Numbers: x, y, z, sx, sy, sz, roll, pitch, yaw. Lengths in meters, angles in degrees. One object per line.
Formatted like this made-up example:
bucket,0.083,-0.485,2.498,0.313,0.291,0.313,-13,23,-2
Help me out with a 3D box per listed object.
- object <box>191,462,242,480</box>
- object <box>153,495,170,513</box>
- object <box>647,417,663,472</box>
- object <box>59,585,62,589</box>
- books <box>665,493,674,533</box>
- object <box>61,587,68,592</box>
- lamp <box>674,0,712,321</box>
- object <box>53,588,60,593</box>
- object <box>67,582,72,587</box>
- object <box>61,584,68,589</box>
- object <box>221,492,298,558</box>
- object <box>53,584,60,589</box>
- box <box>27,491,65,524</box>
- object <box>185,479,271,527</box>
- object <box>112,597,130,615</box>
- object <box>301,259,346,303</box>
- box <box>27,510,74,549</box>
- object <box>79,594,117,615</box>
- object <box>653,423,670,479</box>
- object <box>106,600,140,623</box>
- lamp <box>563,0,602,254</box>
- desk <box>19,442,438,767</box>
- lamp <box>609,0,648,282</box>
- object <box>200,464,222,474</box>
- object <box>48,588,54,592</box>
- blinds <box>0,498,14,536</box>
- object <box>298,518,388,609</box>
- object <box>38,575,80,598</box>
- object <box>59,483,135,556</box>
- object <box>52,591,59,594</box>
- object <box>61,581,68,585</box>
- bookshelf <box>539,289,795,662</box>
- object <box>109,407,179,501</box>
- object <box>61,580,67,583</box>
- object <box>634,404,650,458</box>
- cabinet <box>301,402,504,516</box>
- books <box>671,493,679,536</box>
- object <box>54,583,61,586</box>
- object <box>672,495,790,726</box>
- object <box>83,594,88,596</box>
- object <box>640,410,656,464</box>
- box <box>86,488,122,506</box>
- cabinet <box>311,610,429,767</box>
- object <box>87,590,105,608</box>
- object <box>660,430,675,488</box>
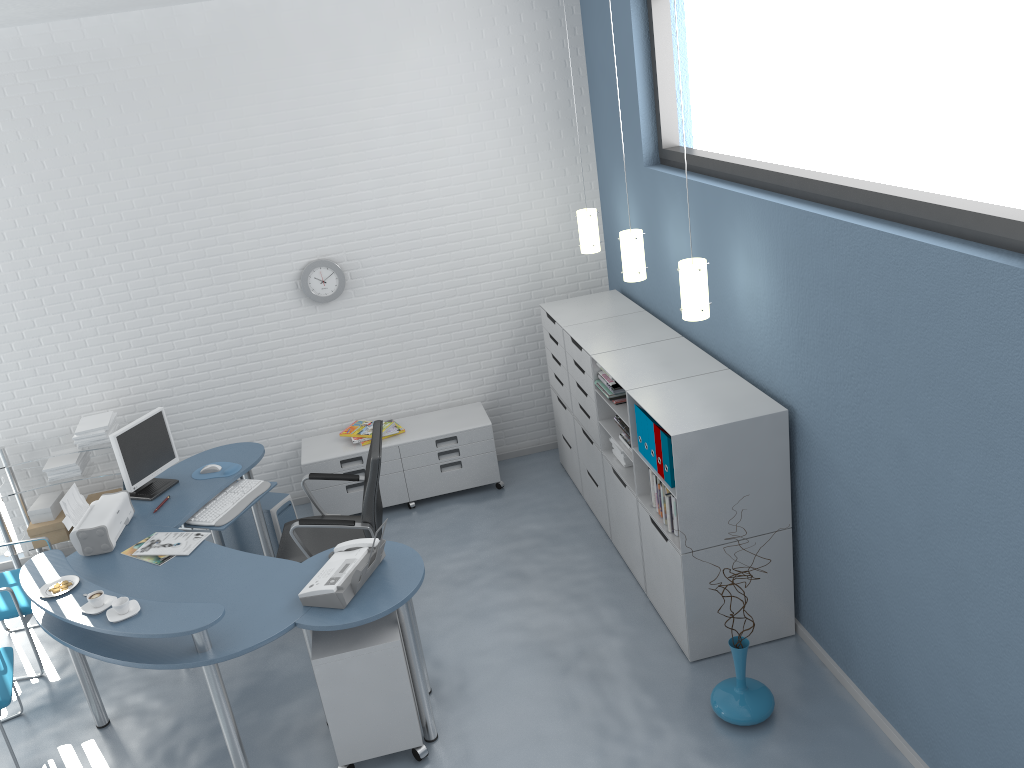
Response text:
object,-1.645,0.468,4.946,0.285,0.026,0.213,-7,21,4
object,-1.823,0.627,4.614,0.013,0.013,0.178,-5,21,8
object,0.718,0.254,4.007,0.181,0.247,0.082,-12,21,-9
object,-1.864,0.839,3.670,0.025,0.005,0.027,-17,22,-22
books,0.781,0.566,4.003,0.173,0.184,0.032,-12,21,-9
object,-1.842,0.844,3.650,0.027,0.005,0.025,-16,22,-19
lamp,0.692,-1.123,3.611,0.120,1.786,0.120,8,26,37
object,-1.870,0.847,3.641,0.027,0.005,0.025,-20,23,-27
object,-1.840,0.832,3.682,0.027,0.005,0.025,13,29,44
object,-1.849,0.836,3.661,0.025,0.005,0.027,-15,21,-17
object,-1.534,0.887,5.395,0.471,0.422,0.199,1,23,24
object,-1.883,0.838,3.668,0.025,0.005,0.027,-10,21,-4
box,-2.881,0.764,5.503,0.139,0.090,0.234,-10,21,-4
object,-1.498,0.618,4.685,0.276,0.028,0.478,0,22,20
object,-1.499,0.854,3.418,0.062,0.049,0.078,-4,21,11
object,-1.204,-0.658,5.654,0.279,0.277,0.041,-12,21,-9
box,-2.867,0.867,5.542,0.207,0.133,0.347,-13,21,-13
object,-1.627,0.871,3.492,0.119,0.016,0.119,2,23,27
object,0.736,0.280,3.929,0.181,0.247,0.082,-12,21,-9
object,-1.497,0.879,3.419,0.119,0.016,0.119,-20,24,-28
lamp,0.358,-1.634,5.090,0.120,1.786,0.120,8,26,37
desk,-1.434,1.052,4.239,1.402,0.900,2.282,-22,24,-32
lamp,0.525,-1.378,4.351,0.120,1.786,0.120,8,26,37
object,-1.678,0.468,4.936,0.115,0.035,0.054,-8,21,1
object,-1.896,0.848,3.661,0.027,0.005,0.025,2,23,26
blinds,-5.478,0.049,5.079,4.001,2.955,0.158,-12,21,-9
object,-0.677,0.683,3.640,0.399,0.280,0.405,-1,22,19
object,-1.872,0.840,3.667,0.162,0.011,0.162,4,24,31
object,-2.023,0.627,4.322,0.197,0.273,0.392,-10,21,-4
object,-1.873,0.851,3.642,0.027,0.005,0.025,-23,25,-35
object,-1.861,0.827,3.688,0.025,0.005,0.027,6,25,34
bookshelf,0.748,0.323,4.949,0.521,1.141,2.294,-12,21,-9
object,-1.988,0.386,4.741,0.212,0.417,0.365,0,22,22
object,-1.867,0.828,3.701,0.025,0.005,0.027,-26,27,-38
object,0.683,0.200,4.161,0.181,0.247,0.082,-12,21,-9
cabinet,-0.732,0.533,5.930,1.259,0.484,0.447,-12,21,-9
books,0.795,0.568,3.968,0.157,0.203,0.040,-12,21,-9
object,-1.891,0.836,3.689,0.027,0.005,0.025,4,24,30
object,0.908,0.937,3.525,0.312,0.972,0.357,-22,24,-32
object,-1.691,0.850,3.561,0.119,0.021,0.025,7,25,35
object,0.701,0.227,4.084,0.181,0.247,0.082,-12,21,-9
box,-2.582,0.808,5.586,0.207,0.133,0.347,-12,21,-8
cabinet,-0.619,1.245,3.834,0.383,0.605,0.559,-11,21,-7
object,-1.633,0.847,3.491,0.062,0.049,0.078,-15,22,-18
object,0.753,0.307,3.852,0.181,0.247,0.082,-12,21,-9
